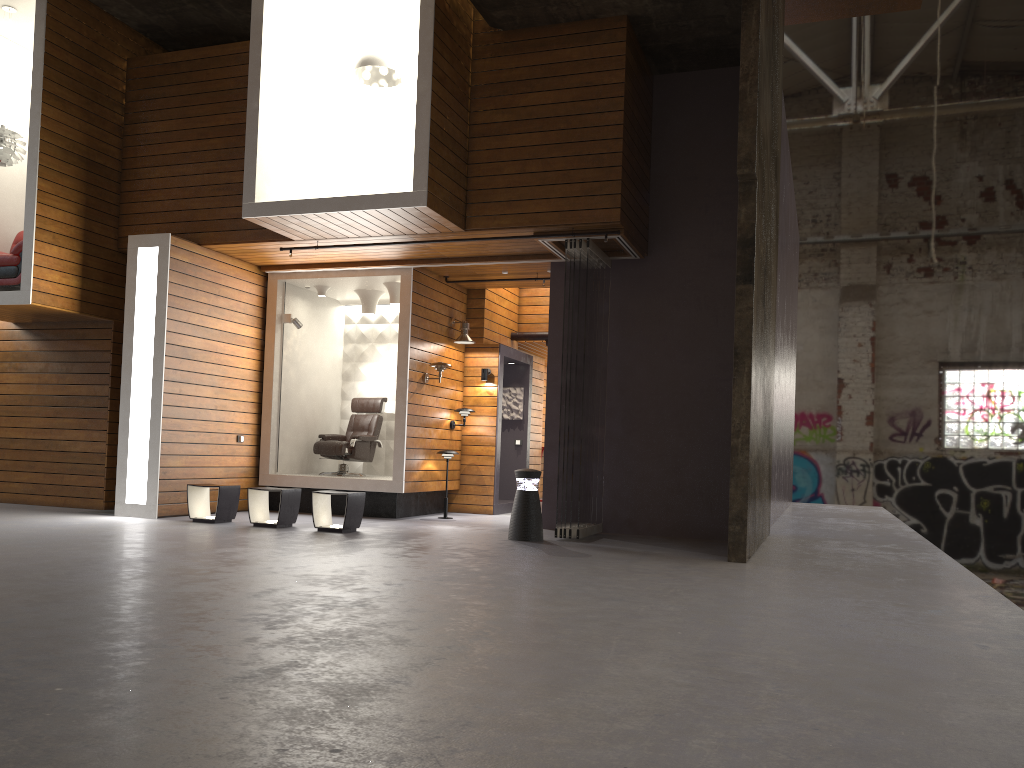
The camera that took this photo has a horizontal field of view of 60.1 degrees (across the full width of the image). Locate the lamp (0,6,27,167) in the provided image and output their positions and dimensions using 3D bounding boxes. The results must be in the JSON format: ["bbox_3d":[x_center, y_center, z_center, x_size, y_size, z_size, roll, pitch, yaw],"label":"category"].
[{"bbox_3d":[-5.655,-3.330,9.882,0.512,1.771,0.488,3,-2,-17],"label":"lamp"}]

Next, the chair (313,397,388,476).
[{"bbox_3d":[-2.167,0.689,11.869,0.755,1.070,0.827,0,-3,35],"label":"chair"}]

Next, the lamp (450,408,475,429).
[{"bbox_3d":[-0.647,0.456,11.723,0.326,0.296,0.289,1,-3,20],"label":"lamp"}]

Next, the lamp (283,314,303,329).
[{"bbox_3d":[-2.783,-0.796,11.258,0.249,0.188,0.129,3,-3,-12],"label":"lamp"}]

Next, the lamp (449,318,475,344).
[{"bbox_3d":[-0.644,-0.703,11.620,0.346,0.330,0.295,1,-3,21],"label":"lamp"}]

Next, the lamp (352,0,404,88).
[{"bbox_3d":[-1.357,-3.647,9.114,0.530,0.985,0.531,1,-3,32],"label":"lamp"}]

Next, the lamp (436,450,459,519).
[{"bbox_3d":[-0.815,1.244,11.043,0.287,0.861,0.288,2,-2,5],"label":"lamp"}]

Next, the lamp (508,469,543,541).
[{"bbox_3d":[0.146,1.178,8.696,0.348,0.695,0.349,1,-2,25],"label":"lamp"}]

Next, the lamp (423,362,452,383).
[{"bbox_3d":[-0.912,-0.141,10.896,0.351,0.270,0.289,1,-3,20],"label":"lamp"}]

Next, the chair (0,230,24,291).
[{"bbox_3d":[-5.556,-1.416,10.160,1.200,0.936,0.955,1,-3,20],"label":"chair"}]

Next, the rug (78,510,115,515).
[{"bbox_3d":[-4.354,1.502,10.555,0.540,0.014,1.582,1,-5,20],"label":"rug"}]

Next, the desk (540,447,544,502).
[{"bbox_3d":[1.001,1.686,16.482,0.844,0.983,1.721,1,-4,20],"label":"desk"}]

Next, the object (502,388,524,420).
[{"bbox_3d":[-0.016,0.292,13.230,0.380,0.477,0.048,1,-2,20],"label":"object"}]
